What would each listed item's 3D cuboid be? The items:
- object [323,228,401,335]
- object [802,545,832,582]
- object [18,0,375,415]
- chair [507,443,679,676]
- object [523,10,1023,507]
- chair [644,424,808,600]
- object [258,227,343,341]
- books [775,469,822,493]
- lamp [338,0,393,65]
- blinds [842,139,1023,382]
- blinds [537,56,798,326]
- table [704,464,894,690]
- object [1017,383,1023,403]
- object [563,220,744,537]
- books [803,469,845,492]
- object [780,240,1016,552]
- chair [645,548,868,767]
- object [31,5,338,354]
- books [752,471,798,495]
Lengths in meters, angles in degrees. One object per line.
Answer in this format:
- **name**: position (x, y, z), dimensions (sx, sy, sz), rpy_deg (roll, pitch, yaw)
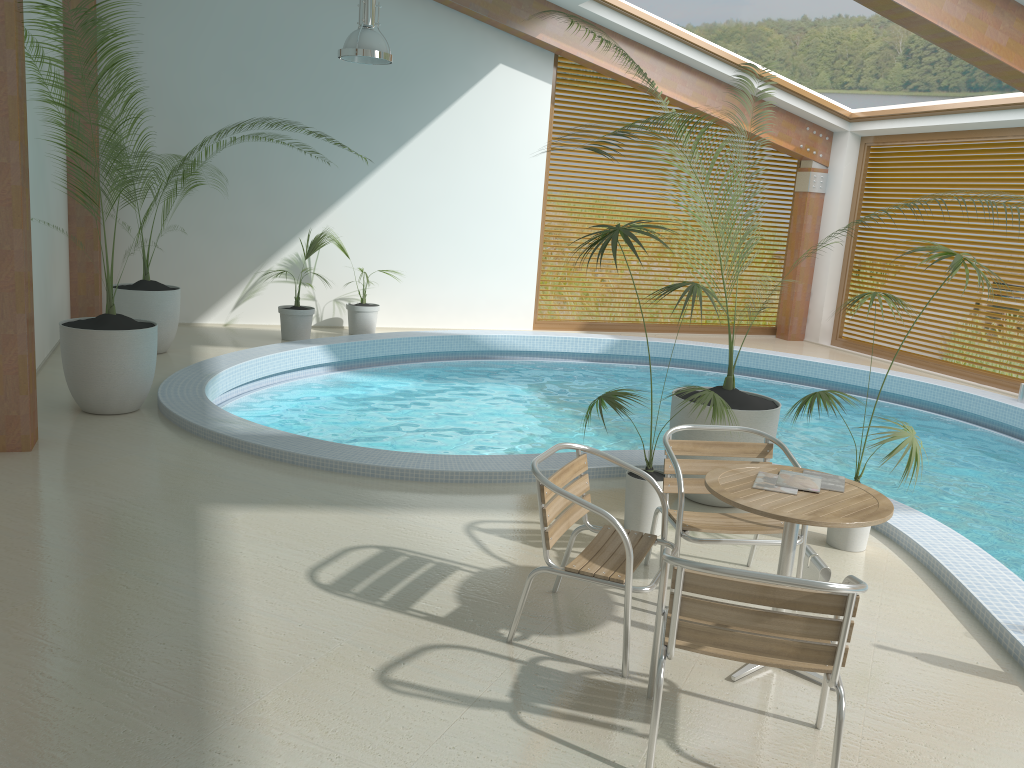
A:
- **object**: position (-1.807, -1.242, 10.762), dimensions (1.067, 1.310, 0.822), rpy_deg (3, 12, -9)
- **object**: position (1.425, 0.910, 4.160), dimensions (0.081, 0.223, 0.272), rpy_deg (4, 12, -1)
- **object**: position (-2.857, -1.300, 6.517), dimensions (2.979, 2.960, 2.729), rpy_deg (12, 14, 34)
- **chair**: position (0.365, 0.671, 3.647), dimensions (0.563, 0.727, 0.618), rpy_deg (9, 12, 21)
- **object**: position (1.475, -0.694, 5.147), dimensions (2.979, 2.960, 2.729), rpy_deg (4, 12, -3)
- **chair**: position (1.005, 0.613, 4.163), dimensions (0.618, 0.727, 0.563), rpy_deg (3, 12, -8)
- **object**: position (-2.368, -1.149, 10.104), dimensions (0.822, 1.310, 1.067), rpy_deg (8, 12, 18)
- **books**: position (1.147, 0.387, 3.540), dimensions (0.166, 0.004, 0.241), rpy_deg (9, 12, 20)
- **lamp**: position (-1.289, -3.959, 8.032), dimensions (0.506, 1.958, 0.505), rpy_deg (0, 12, -20)
- **blinds**: position (5.772, -1.604, 11.194), dimensions (0.095, 2.921, 4.200), rpy_deg (0, 12, -20)
- **blinds**: position (2.298, -2.812, 13.022), dimensions (4.500, 4.025, 0.099), rpy_deg (0, 12, -20)
- **table**: position (1.077, 0.764, 3.507), dimensions (0.700, 0.720, 0.700), rpy_deg (4, 12, -1)
- **object**: position (5.350, 0.091, 9.243), dimensions (0.115, 0.204, 0.115), rpy_deg (8, 12, 19)
- **object**: position (0.719, -0.006, 4.700), dimensions (1.059, 1.695, 0.791), rpy_deg (7, 12, 15)
- **books**: position (1.256, 0.391, 3.582), dimensions (0.166, 0.004, 0.241), rpy_deg (9, 12, 20)
- **object**: position (2.011, 0.076, 4.770), dimensions (0.791, 1.695, 1.059), rpy_deg (-3, 14, -33)
- **chair**: position (0.773, 0.856, 2.895), dimensions (0.618, 0.727, 0.563), rpy_deg (7, 12, 11)
- **object**: position (-3.484, -1.808, 8.767), dimensions (2.729, 2.960, 2.979), rpy_deg (-5, 15, -39)
- **books**: position (1.048, 0.391, 3.505), dimensions (0.166, 0.004, 0.241), rpy_deg (9, 12, 20)
